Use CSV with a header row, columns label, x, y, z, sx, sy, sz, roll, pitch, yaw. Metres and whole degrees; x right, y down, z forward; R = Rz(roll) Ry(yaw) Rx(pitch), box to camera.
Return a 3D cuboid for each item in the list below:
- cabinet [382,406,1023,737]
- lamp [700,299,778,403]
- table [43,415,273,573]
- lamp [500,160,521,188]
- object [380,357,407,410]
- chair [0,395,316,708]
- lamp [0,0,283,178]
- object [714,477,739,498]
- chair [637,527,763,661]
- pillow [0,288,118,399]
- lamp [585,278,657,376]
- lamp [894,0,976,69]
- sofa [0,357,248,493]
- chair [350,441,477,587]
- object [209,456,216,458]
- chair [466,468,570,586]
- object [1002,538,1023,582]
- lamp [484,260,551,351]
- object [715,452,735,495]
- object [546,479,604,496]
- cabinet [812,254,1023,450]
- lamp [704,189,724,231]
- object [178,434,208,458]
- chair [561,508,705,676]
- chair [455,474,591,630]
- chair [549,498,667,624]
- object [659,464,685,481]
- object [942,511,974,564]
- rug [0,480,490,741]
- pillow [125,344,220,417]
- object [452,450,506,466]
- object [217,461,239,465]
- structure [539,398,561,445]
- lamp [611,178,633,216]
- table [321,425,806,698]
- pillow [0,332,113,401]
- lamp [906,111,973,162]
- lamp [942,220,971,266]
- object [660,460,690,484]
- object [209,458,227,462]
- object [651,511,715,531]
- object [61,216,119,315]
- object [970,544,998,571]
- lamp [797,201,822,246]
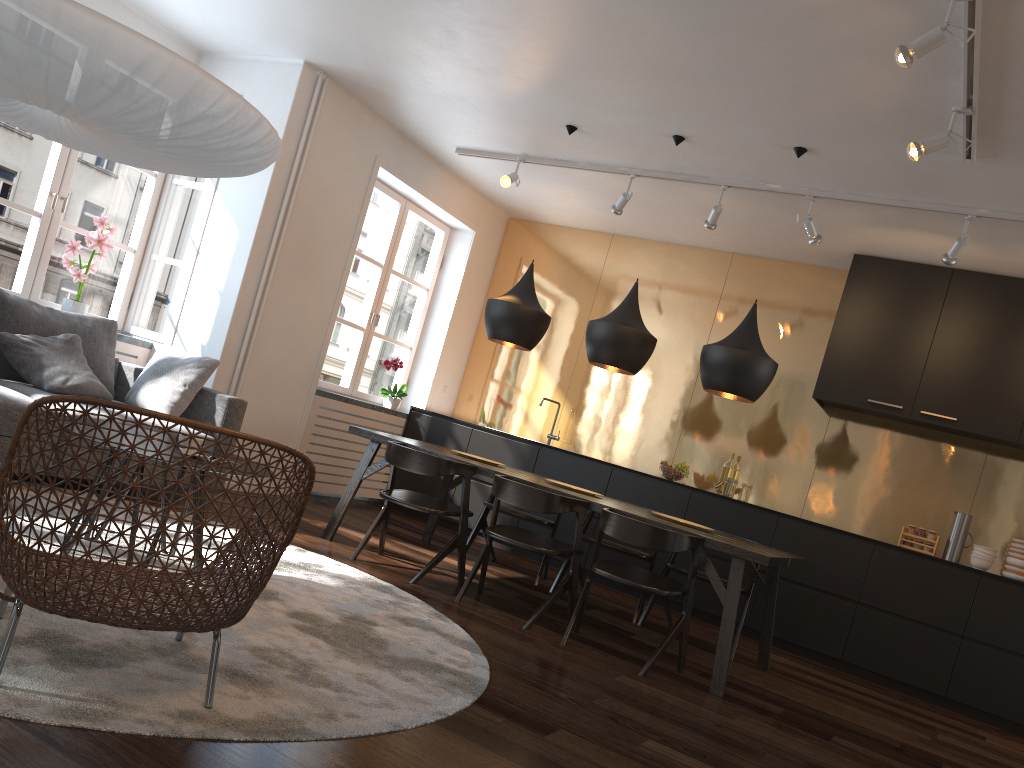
label,x,y,z,sx,sy,sz,roll,pitch,yaw
cabinet,1.332,1.234,6.644,5.021,0.900,0.739,15,-1,28
lamp,1.243,-0.194,4.769,0.413,0.541,0.409,16,-1,-14
table,-1.410,0.464,3.420,0.839,0.472,0.855,15,-3,30
lamp,0.001,-1.457,6.165,0.085,0.240,0.252,16,-1,16
object,-0.970,-0.008,7.353,0.229,0.437,0.407,16,-1,5
chair,-0.962,0.394,2.274,0.725,0.709,0.680,17,-1,-29
lamp,-1.508,-0.958,2.908,1.482,0.210,1.459,18,-3,-25
object,1.617,0.769,6.639,0.176,0.151,0.088,16,0,5
chair,1.182,1.224,5.337,0.588,0.671,0.524,16,-1,28
pillow,-2.569,-0.209,4.958,0.273,0.477,0.844,16,-2,29
lamp,0.650,-0.347,5.091,0.410,0.541,0.411,16,-1,4
lamp,1.476,-1.211,3.066,0.249,0.239,0.086,15,0,34
sofa,-2.308,0.125,3.799,2.022,0.671,3.097,15,-3,28
chair,-0.513,0.705,4.856,0.588,0.671,0.524,16,-1,27
object,-1.167,0.284,3.426,0.026,0.010,0.124,16,-3,-5
chair,0.074,0.940,5.973,0.588,0.671,0.524,16,-1,24
object,3.347,1.162,5.786,0.198,0.264,0.198,16,-1,2
lamp,0.057,-0.500,5.414,0.414,0.541,0.407,16,-1,-28
object,1.656,0.693,6.811,0.092,0.339,0.091,16,1,-5
object,0.361,0.606,5.123,0.354,0.017,0.357,16,-3,9
cabinet,3.195,-0.157,5.982,1.939,1.050,0.536,15,0,28
lamp,1.313,-1.109,5.621,0.085,0.240,0.250,16,-1,-5
object,-1.208,0.237,3.341,0.137,0.069,0.092,14,-3,40
chair,0.590,0.990,4.262,0.588,0.671,0.524,16,-1,26
chair,0.069,0.856,4.545,0.588,0.671,0.524,16,-1,29
chair,0.665,1.090,5.618,0.588,0.671,0.524,16,-1,26
object,1.202,0.678,6.651,0.220,0.097,0.218,17,-3,-14
object,3.056,1.053,6.038,0.163,0.340,0.115,16,1,31
rug,-1.450,0.685,3.264,2.829,0.012,2.849,16,-3,8
pillow,-2.001,-0.017,5.106,0.490,0.414,0.289,15,-1,27
object,-0.206,0.460,5.432,0.352,0.017,0.359,14,-4,31
object,-1.081,0.305,3.391,0.014,0.015,0.169,16,-3,16
structure,0.313,0.327,7.411,0.108,0.385,0.268,17,0,44
lamp,0.765,-1.252,5.910,0.086,0.239,0.250,16,-1,-21
table,0.261,0.938,5.088,2.479,0.679,1.117,15,-3,28
pillow,-2.435,-0.122,4.741,0.442,0.321,0.494,16,-2,10
lamp,1.849,-1.059,3.810,0.250,0.240,0.085,16,0,10
lamp,2.526,-0.796,4.963,0.085,0.240,0.251,16,-1,0
object,1.216,0.641,6.633,0.238,0.173,0.179,16,-1,13
object,-1.122,0.292,3.392,0.025,0.016,0.164,16,-3,4
object,0.928,0.752,4.814,0.352,0.017,0.359,14,-4,31
object,-2.660,-0.731,5.503,0.297,0.691,0.201,16,1,7
object,3.147,1.166,5.913,0.155,0.160,0.156,17,-1,-34
lamp,2.247,0.005,5.747,1.850,1.848,0.088,17,1,-28
